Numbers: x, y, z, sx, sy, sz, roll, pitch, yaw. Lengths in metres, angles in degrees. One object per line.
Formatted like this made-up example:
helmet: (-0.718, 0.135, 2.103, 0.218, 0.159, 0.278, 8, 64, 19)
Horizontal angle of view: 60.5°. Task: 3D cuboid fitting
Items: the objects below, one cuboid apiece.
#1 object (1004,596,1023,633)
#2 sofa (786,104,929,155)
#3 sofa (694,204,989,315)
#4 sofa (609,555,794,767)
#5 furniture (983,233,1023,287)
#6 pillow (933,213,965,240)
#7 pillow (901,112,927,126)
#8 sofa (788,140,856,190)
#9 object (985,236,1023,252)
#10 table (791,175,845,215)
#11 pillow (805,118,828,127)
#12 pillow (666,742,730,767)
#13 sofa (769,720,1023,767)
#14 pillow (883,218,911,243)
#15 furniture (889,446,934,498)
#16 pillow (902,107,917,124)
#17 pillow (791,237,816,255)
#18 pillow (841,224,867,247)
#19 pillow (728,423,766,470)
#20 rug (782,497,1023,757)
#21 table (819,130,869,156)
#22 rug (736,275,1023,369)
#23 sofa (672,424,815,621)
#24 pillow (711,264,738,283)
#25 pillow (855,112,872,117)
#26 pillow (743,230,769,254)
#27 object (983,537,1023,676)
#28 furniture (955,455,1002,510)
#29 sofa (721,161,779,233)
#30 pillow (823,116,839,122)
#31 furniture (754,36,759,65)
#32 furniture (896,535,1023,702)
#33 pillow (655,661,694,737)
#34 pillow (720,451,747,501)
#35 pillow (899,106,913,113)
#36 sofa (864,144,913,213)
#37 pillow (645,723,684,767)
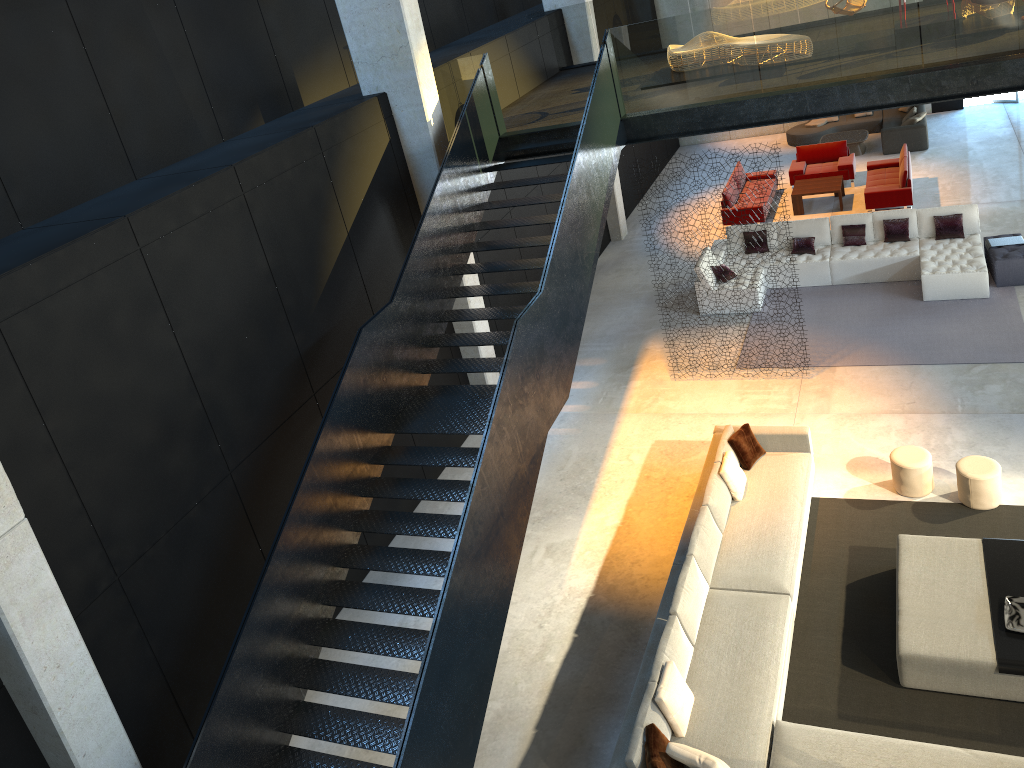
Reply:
object: (4.054, 1.817, 6.836, 0.385, 0.034, 0.406, 1, 30, 28)
sofa: (8.077, -6.030, 20.812, 3.178, 0.544, 2.975, -1, 29, 25)
sofa: (5.127, -1.971, 13.878, 4.135, 0.833, 1.922, -1, 28, 25)
sofa: (1.562, 2.457, 6.985, 1.049, 0.691, 2.460, -2, 28, 25)
furniture: (7.334, -1.842, 12.952, 0.506, 0.435, 1.012, -5, 26, 21)
pillow: (6.780, -2.434, 13.617, 0.411, 0.329, 0.248, -3, 25, 25)
pillow: (8.863, -5.790, 19.524, 0.554, 0.360, 0.663, 11, 35, 44)
sofa: (6.523, -4.583, 18.461, 1.278, 0.779, 0.859, -2, 26, 26)
object: (7.333, -2.073, 13.016, 0.515, 0.095, 0.317, -4, 27, 21)
table: (6.086, -3.747, 17.426, 0.907, 0.405, 0.959, -2, 28, 25)
pillow: (7.578, -6.508, 21.878, 0.421, 0.129, 0.427, -27, 28, -25)
pillow: (1.340, 2.687, 6.222, 0.404, 0.340, 0.274, 7, 31, 40)
sofa: (2.837, 2.775, 5.699, 2.327, 0.691, 1.109, -1, 27, 26)
pillow: (6.108, -2.439, 13.942, 0.404, 0.360, 0.202, -3, 24, 26)
furniture: (4.159, 0.907, 9.123, 0.403, 0.383, 0.418, 5, 30, 39)
pillow: (9.154, -6.180, 20.218, 0.321, 0.298, 0.429, -2, 27, 28)
pillow: (4.813, -2.278, 14.498, 0.382, 0.221, 0.343, -2, 27, 25)
pillow: (5.539, -2.400, 14.225, 0.382, 0.320, 0.230, -1, 26, 28)
pillow: (2.561, 0.684, 9.621, 0.262, 0.355, 0.414, 9, 32, 44)
rug: (3.287, 2.143, 7.528, 2.637, 0.019, 3.822, -1, 29, 25)
table: (7.686, -5.524, 20.269, 1.056, 0.329, 1.117, -2, 28, 25)
rug: (5.263, -0.919, 12.656, 3.615, 0.019, 2.788, -1, 29, 25)
sofa: (2.423, 1.262, 8.941, 1.049, 0.691, 2.460, -2, 28, 25)
pillow: (3.405, -1.825, 14.180, 0.356, 0.276, 0.344, -31, 28, -32)
pillow: (8.634, -6.773, 21.598, 0.415, 0.315, 0.335, -2, 26, 26)
pillow: (4.141, -2.403, 14.889, 0.399, 0.366, 0.208, -3, 24, 26)
object: (4.157, 1.749, 7.074, 0.533, 0.083, 1.551, -2, 29, 25)
furniture: (4.649, 0.978, 8.730, 0.398, 0.383, 0.422, -7, 24, 16)
sofa: (4.871, -3.896, 17.926, 0.813, 0.778, 2.417, -3, 27, 25)
pillow: (7.923, -6.723, 21.909, 0.422, 0.297, 0.346, -1, 27, 27)
furniture: (3.303, -4.967, 12.864, 0.947, 0.452, 2.521, -33, 31, -34)
furniture: (4.007, 1.896, 7.219, 1.531, 0.382, 1.525, -1, 28, 25)
pillow: (1.262, 2.430, 6.775, 0.206, 0.364, 0.422, -3, 26, 27)
pillow: (2.319, 0.962, 9.178, 0.206, 0.364, 0.423, -4, 25, 25)
pillow: (9.503, -6.702, 21.037, 0.341, 0.302, 0.429, -14, 24, 0)
sofa: (7.211, -3.931, 16.804, 0.813, 0.778, 2.068, -3, 27, 25)
pillow: (1.099, 2.715, 6.298, 0.258, 0.355, 0.419, -12, 23, 7)
